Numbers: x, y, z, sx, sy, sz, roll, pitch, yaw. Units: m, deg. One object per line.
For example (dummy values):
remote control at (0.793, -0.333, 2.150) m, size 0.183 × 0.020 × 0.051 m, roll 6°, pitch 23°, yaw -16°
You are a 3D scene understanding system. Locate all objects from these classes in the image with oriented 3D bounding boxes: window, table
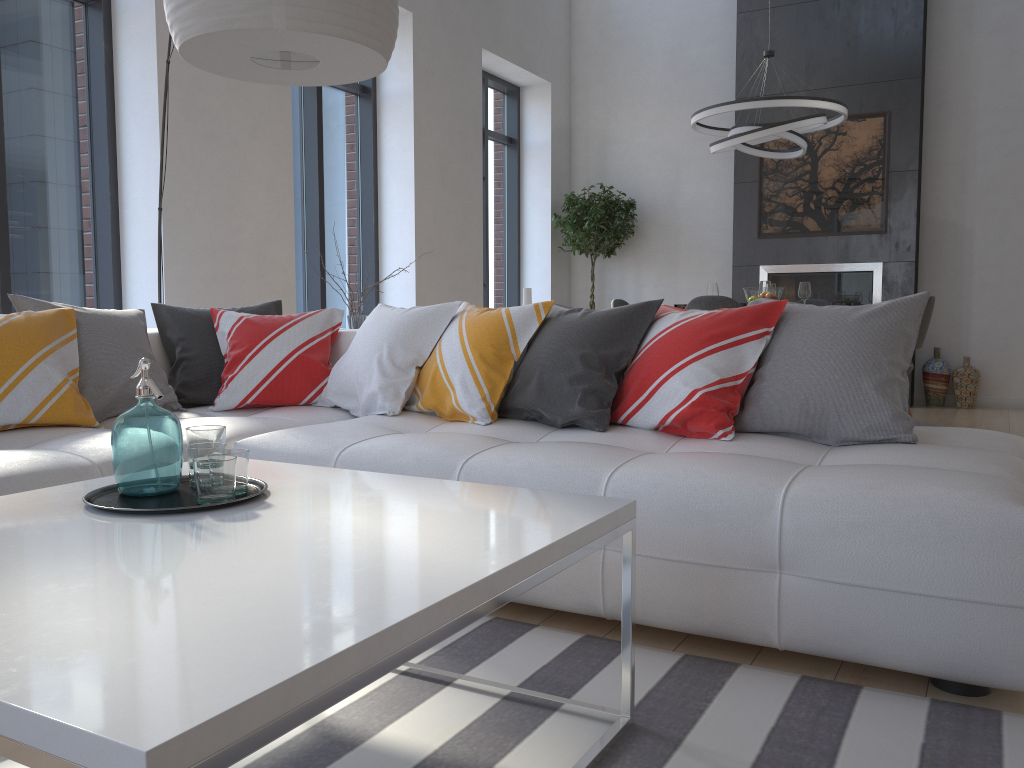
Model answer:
window at (-0.306, -1.674, 8.276) m, size 0.170 × 2.402 × 1.310 m, roll 2°, pitch 5°, yaw 29°
window at (-2.527, -1.345, 4.263) m, size 0.170 × 2.402 × 1.310 m, roll 2°, pitch 5°, yaw 29°
window at (-1.416, -1.510, 6.270) m, size 0.170 × 2.402 × 1.310 m, roll 2°, pitch 5°, yaw 29°
table at (-0.507, 0.452, 1.466) m, size 1.091 × 0.435 × 1.091 m, roll 2°, pitch 5°, yaw 29°

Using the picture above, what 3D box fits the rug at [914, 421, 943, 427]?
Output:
rug at (1.707, 0.299, 6.078) m, size 2.499 × 0.010 × 2.499 m, roll 0°, pitch 5°, yaw 2°

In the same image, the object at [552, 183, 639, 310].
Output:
object at (0.799, -0.910, 8.518) m, size 0.801 × 2.019 × 0.813 m, roll 3°, pitch 5°, yaw 32°

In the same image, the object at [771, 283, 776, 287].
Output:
object at (1.824, -0.598, 6.258) m, size 0.083 × 0.220 × 0.083 m, roll -1°, pitch 5°, yaw -10°

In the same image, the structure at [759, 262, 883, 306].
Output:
structure at (2.696, -0.854, 7.724) m, size 1.010 × 0.651 × 0.295 m, roll 2°, pitch 5°, yaw 29°

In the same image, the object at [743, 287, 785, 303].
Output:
object at (1.707, -0.560, 6.020) m, size 0.278 × 0.184 × 0.278 m, roll 3°, pitch 6°, yaw 37°

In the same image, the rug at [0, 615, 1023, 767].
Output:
rug at (-0.243, 0.673, 1.477) m, size 2.326 × 0.016 × 1.662 m, roll 2°, pitch 5°, yaw 29°

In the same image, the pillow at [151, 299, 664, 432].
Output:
pillow at (-0.470, -0.105, 3.318) m, size 2.120 × 0.436 × 0.608 m, roll 2°, pitch 5°, yaw 25°

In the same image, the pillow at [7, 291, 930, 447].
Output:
pillow at (-0.255, -0.070, 2.831) m, size 2.953 × 0.453 × 0.647 m, roll 1°, pitch 5°, yaw 17°

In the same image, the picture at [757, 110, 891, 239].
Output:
picture at (2.624, -1.755, 7.526) m, size 1.056 × 0.990 × 0.026 m, roll 2°, pitch 5°, yaw 29°

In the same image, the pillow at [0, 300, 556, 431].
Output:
pillow at (-0.904, -0.058, 2.948) m, size 2.095 × 0.440 × 0.630 m, roll -1°, pitch 5°, yaw -14°

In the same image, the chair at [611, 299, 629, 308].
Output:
chair at (1.037, -0.174, 6.448) m, size 0.619 × 0.891 × 0.655 m, roll 3°, pitch 5°, yaw 30°

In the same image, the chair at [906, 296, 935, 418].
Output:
chair at (2.333, -0.111, 5.639) m, size 0.619 × 0.891 × 0.655 m, roll 3°, pitch 5°, yaw 30°

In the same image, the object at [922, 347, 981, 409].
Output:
object at (3.639, -0.053, 7.351) m, size 0.442 × 0.501 × 0.219 m, roll 2°, pitch 5°, yaw 25°

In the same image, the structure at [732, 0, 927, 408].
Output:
structure at (2.609, -2.989, 7.403) m, size 1.500 × 6.351 × 0.722 m, roll 2°, pitch 5°, yaw 29°

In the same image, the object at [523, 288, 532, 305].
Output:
object at (-0.005, -0.205, 3.757) m, size 0.319 × 0.398 × 0.316 m, roll -4°, pitch 6°, yaw -37°

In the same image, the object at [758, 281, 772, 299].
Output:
object at (1.633, -0.554, 5.724) m, size 0.083 × 0.220 × 0.083 m, roll 0°, pitch 5°, yaw 1°

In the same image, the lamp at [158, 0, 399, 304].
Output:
lamp at (-1.202, -0.809, 3.515) m, size 0.710 × 2.647 × 3.199 m, roll -2°, pitch 5°, yaw -25°

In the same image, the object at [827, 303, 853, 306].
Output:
object at (2.108, -0.483, 5.706) m, size 0.258 × 0.074 × 0.258 m, roll 1°, pitch 5°, yaw 9°

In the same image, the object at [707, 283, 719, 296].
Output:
object at (1.382, -0.585, 6.108) m, size 0.083 × 0.220 × 0.083 m, roll -1°, pitch 5°, yaw -10°

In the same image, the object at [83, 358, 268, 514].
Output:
object at (-0.638, 0.084, 1.685) m, size 0.330 × 0.265 × 0.330 m, roll -4°, pitch 6°, yaw -37°

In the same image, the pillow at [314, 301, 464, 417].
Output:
pillow at (-1.198, -0.066, 2.824) m, size 2.156 × 0.456 × 0.580 m, roll -3°, pitch 6°, yaw -35°

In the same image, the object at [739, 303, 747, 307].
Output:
object at (1.394, -0.469, 5.564) m, size 0.258 × 0.074 × 0.258 m, roll 1°, pitch 5°, yaw 9°

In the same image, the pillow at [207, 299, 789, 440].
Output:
pillow at (-0.180, -0.067, 3.170) m, size 2.250 × 0.449 × 0.575 m, roll 2°, pitch 5°, yaw 26°

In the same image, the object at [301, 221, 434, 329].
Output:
object at (-0.718, -0.415, 4.225) m, size 0.607 × 0.744 × 0.406 m, roll -2°, pitch 5°, yaw -21°

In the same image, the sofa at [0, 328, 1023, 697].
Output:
sofa at (-0.495, 0.237, 2.431) m, size 3.424 × 0.732 × 2.614 m, roll 2°, pitch 5°, yaw 29°

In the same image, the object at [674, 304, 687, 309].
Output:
object at (1.227, -0.527, 6.285) m, size 0.258 × 0.074 × 0.258 m, roll -4°, pitch 6°, yaw -41°

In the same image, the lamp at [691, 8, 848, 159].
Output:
lamp at (1.700, -3.775, 5.752) m, size 1.000 × 4.513 × 1.000 m, roll 3°, pitch 5°, yaw 31°

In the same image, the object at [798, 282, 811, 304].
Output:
object at (1.958, -0.572, 5.934) m, size 0.083 × 0.220 × 0.083 m, roll -3°, pitch 5°, yaw -33°

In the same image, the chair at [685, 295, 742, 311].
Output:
chair at (1.348, -0.101, 5.538) m, size 0.655 × 0.891 × 0.619 m, roll 3°, pitch 6°, yaw 35°

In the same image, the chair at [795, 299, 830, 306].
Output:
chair at (2.166, -0.193, 6.656) m, size 0.655 × 0.891 × 0.619 m, roll 3°, pitch 6°, yaw 35°
